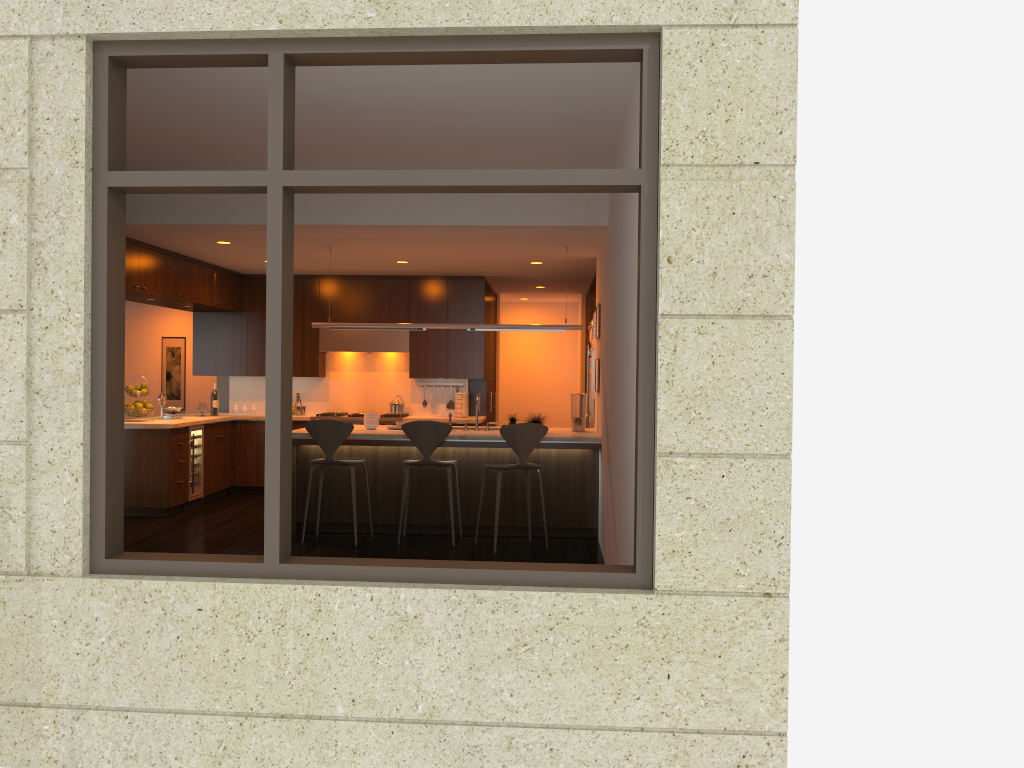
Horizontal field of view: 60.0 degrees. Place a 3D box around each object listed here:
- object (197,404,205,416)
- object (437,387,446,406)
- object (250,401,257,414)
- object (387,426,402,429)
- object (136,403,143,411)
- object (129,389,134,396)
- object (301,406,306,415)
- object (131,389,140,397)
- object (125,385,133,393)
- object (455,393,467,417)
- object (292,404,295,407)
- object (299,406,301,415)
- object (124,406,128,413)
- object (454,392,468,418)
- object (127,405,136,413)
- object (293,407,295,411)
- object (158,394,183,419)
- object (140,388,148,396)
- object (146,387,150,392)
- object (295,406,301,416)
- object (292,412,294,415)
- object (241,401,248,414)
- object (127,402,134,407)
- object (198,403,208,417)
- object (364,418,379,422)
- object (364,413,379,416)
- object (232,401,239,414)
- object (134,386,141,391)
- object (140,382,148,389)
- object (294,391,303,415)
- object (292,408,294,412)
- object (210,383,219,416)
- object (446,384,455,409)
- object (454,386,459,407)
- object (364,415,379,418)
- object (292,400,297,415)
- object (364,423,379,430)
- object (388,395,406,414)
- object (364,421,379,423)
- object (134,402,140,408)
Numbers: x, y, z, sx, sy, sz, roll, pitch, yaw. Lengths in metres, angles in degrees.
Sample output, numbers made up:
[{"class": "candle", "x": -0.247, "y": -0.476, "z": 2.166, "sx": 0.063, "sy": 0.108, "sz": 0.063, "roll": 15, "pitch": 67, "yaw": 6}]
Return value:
[{"class": "object", "x": -3.559, "y": 0.290, "z": 10.192, "sx": 0.112, "sy": 0.151, "sz": 0.112, "roll": 1, "pitch": 1, "yaw": 21}, {"class": "object", "x": -0.848, "y": 0.144, "z": 10.734, "sx": 0.114, "sy": 0.271, "sz": 0.008, "roll": 1, "pitch": 1, "yaw": 3}, {"class": "object", "x": -3.144, "y": 0.287, "z": 10.779, "sx": 0.079, "sy": 0.154, "sz": 0.079, "roll": 1, "pitch": 1, "yaw": -14}, {"class": "object", "x": -1.012, "y": 0.407, "z": 8.229, "sx": 0.310, "sy": 0.021, "sz": 0.309, "roll": 1, "pitch": 1, "yaw": 3}, {"class": "object", "x": -3.719, "y": 0.230, "z": 8.856, "sx": 0.068, "sy": 0.077, "sz": 0.079, "roll": 0, "pitch": 1, "yaw": -21}, {"class": "object", "x": -3.839, "y": 0.089, "z": 8.974, "sx": 0.070, "sy": 0.068, "sz": 0.062, "roll": 0, "pitch": 1, "yaw": -38}, {"class": "object", "x": -2.498, "y": 0.321, "z": 10.605, "sx": 0.060, "sy": 0.106, "sz": 0.060, "roll": 1, "pitch": 1, "yaw": 35}, {"class": "object", "x": -3.787, "y": 0.091, "z": 8.924, "sx": 0.078, "sy": 0.072, "sz": 0.077, "roll": 0, "pitch": 1, "yaw": -31}, {"class": "object", "x": -3.849, "y": 0.051, "z": 8.916, "sx": 0.077, "sy": 0.079, "sz": 0.075, "roll": 1, "pitch": 1, "yaw": 12}, {"class": "object", "x": -0.601, "y": 0.248, "z": 10.505, "sx": 0.144, "sy": 0.286, "sz": 0.149, "roll": 1, "pitch": 1, "yaw": -15}, {"class": "object", "x": -2.655, "y": 0.256, "z": 10.738, "sx": 0.051, "sy": 0.053, "sz": 0.063, "roll": 0, "pitch": 1, "yaw": -41}, {"class": "object", "x": -2.561, "y": 0.320, "z": 10.645, "sx": 0.060, "sy": 0.106, "sz": 0.060, "roll": 1, "pitch": 1, "yaw": 35}, {"class": "object", "x": -3.873, "y": 0.257, "z": 8.888, "sx": 0.068, "sy": 0.069, "sz": 0.065, "roll": 0, "pitch": 1, "yaw": -20}, {"class": "object", "x": -0.607, "y": 0.245, "z": 10.512, "sx": 0.168, "sy": 0.304, "sz": 0.160, "roll": 0, "pitch": 1, "yaw": -43}, {"class": "object", "x": -3.799, "y": 0.250, "z": 8.853, "sx": 0.077, "sy": 0.077, "sz": 0.077, "roll": 1, "pitch": 1, "yaw": 14}, {"class": "object", "x": -2.650, "y": 0.306, "z": 10.736, "sx": 0.051, "sy": 0.055, "sz": 0.061, "roll": 1, "pitch": 1, "yaw": 15}, {"class": "object", "x": -3.658, "y": 0.239, "z": 9.516, "sx": 0.231, "sy": 0.266, "sz": 0.191, "roll": 1, "pitch": 1, "yaw": 6}, {"class": "object", "x": -3.720, "y": 0.082, "z": 8.970, "sx": 0.077, "sy": 0.077, "sz": 0.078, "roll": 1, "pitch": 1, "yaw": 19}, {"class": "object", "x": -3.726, "y": 0.054, "z": 9.035, "sx": 0.070, "sy": 0.074, "sz": 0.071, "roll": 1, "pitch": 1, "yaw": 24}, {"class": "object", "x": -2.541, "y": 0.321, "z": 10.528, "sx": 0.060, "sy": 0.106, "sz": 0.060, "roll": 1, "pitch": 1, "yaw": 35}, {"class": "object", "x": -2.654, "y": 0.342, "z": 10.707, "sx": 0.063, "sy": 0.053, "sz": 0.051, "roll": 1, "pitch": 1, "yaw": 44}, {"class": "object", "x": -3.255, "y": 0.286, "z": 10.786, "sx": 0.079, "sy": 0.154, "sz": 0.079, "roll": 1, "pitch": 1, "yaw": -14}, {"class": "object", "x": -3.831, "y": 0.219, "z": 8.912, "sx": 0.069, "sy": 0.071, "sz": 0.067, "roll": 1, "pitch": 1, "yaw": 38}, {"class": "object", "x": -3.503, "y": 0.293, "z": 10.048, "sx": 0.112, "sy": 0.151, "sz": 0.112, "roll": 1, "pitch": 1, "yaw": 21}, {"class": "object", "x": -1.285, "y": 0.340, "z": 8.100, "sx": 0.140, "sy": 0.062, "sz": 0.139, "roll": 1, "pitch": 1, "yaw": 3}, {"class": "object", "x": -1.285, "y": 0.297, "z": 8.100, "sx": 0.140, "sy": 0.062, "sz": 0.139, "roll": 1, "pitch": 1, "yaw": 11}, {"class": "object", "x": -3.362, "y": 0.285, "z": 10.793, "sx": 0.079, "sy": 0.154, "sz": 0.079, "roll": 1, "pitch": 1, "yaw": -14}, {"class": "object", "x": -3.789, "y": 0.047, "z": 8.980, "sx": 0.062, "sy": 0.063, "sz": 0.061, "roll": 1, "pitch": 1, "yaw": 27}, {"class": "object", "x": -3.727, "y": 0.019, "z": 8.983, "sx": 0.068, "sy": 0.072, "sz": 0.071, "roll": 0, "pitch": 1, "yaw": -41}, {"class": "object", "x": -2.552, "y": 0.230, "z": 10.534, "sx": 0.088, "sy": 0.288, "sz": 0.101, "roll": 1, "pitch": 1, "yaw": 33}, {"class": "object", "x": -2.648, "y": 0.314, "z": 10.666, "sx": 0.052, "sy": 0.054, "sz": 0.061, "roll": 1, "pitch": 1, "yaw": 13}, {"class": "object", "x": -3.438, "y": 0.178, "z": 10.254, "sx": 0.094, "sy": 0.378, "sz": 0.095, "roll": 1, "pitch": 1, "yaw": 28}, {"class": "object", "x": -0.738, "y": 0.153, "z": 10.746, "sx": 0.112, "sy": 0.303, "sz": 0.036, "roll": 1, "pitch": 1, "yaw": 3}, {"class": "object", "x": -0.661, "y": 0.168, "z": 10.726, "sx": 0.063, "sy": 0.281, "sz": 0.063, "roll": 0, "pitch": 1, "yaw": -20}, {"class": "object", "x": -1.285, "y": 0.318, "z": 8.100, "sx": 0.140, "sy": 0.064, "sz": 0.139, "roll": 0, "pitch": 1, "yaw": -23}, {"class": "object", "x": -2.717, "y": 0.283, "z": 10.730, "sx": 0.207, "sy": 0.175, "sz": 0.189, "roll": 1, "pitch": 1, "yaw": 1}, {"class": "object", "x": -1.286, "y": 0.386, "z": 8.101, "sx": 0.140, "sy": 0.059, "sz": 0.139, "roll": 1, "pitch": 1, "yaw": -6}, {"class": "object", "x": -1.379, "y": 0.247, "z": 10.654, "sx": 0.221, "sy": 0.218, "sz": 0.221, "roll": 1, "pitch": 1, "yaw": -13}, {"class": "object", "x": -1.286, "y": 0.362, "z": 8.101, "sx": 0.140, "sy": 0.068, "sz": 0.139, "roll": 1, "pitch": 1, "yaw": -14}, {"class": "object", "x": -3.756, "y": 0.219, "z": 8.914, "sx": 0.077, "sy": 0.075, "sz": 0.077, "roll": 0, "pitch": 1, "yaw": -24}]
